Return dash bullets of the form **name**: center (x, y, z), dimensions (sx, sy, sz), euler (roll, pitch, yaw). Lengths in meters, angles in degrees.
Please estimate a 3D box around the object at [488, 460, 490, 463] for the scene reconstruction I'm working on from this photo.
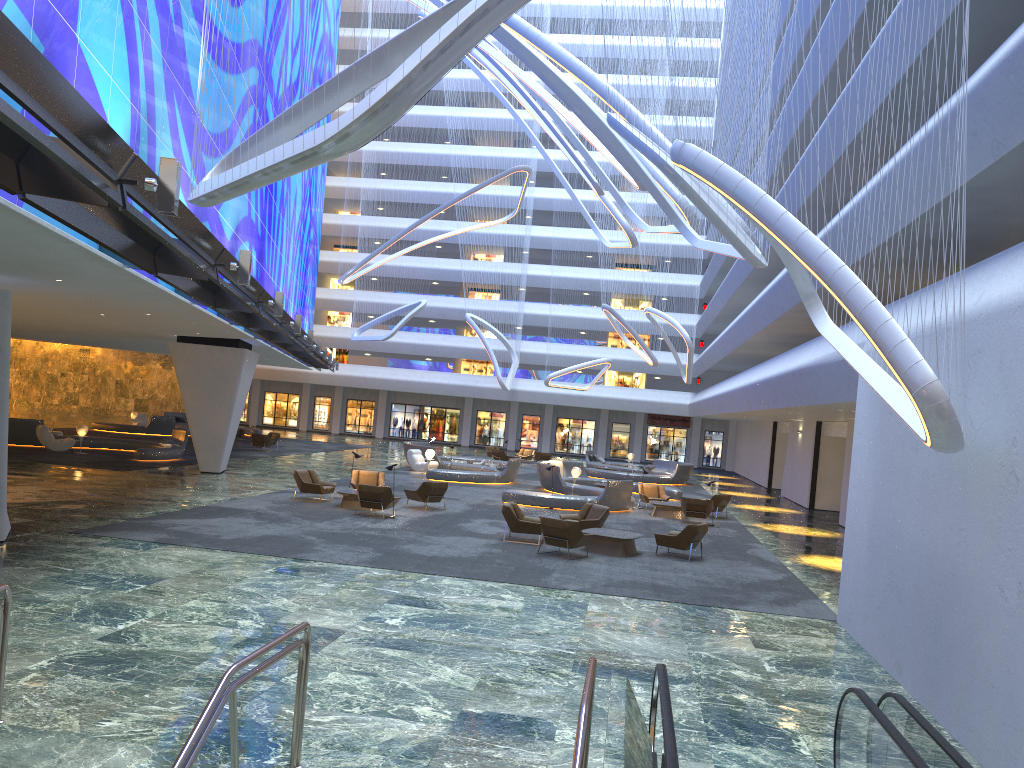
- **object**: center (-1.024, 3.432, 39.335), dimensions (0.071, 0.118, 0.151), euler (5, -1, 18)

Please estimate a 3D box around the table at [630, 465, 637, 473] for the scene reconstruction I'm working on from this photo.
- **table**: center (6.030, 4.362, 44.427), dimensions (0.418, 0.595, 0.428), euler (5, 0, 4)

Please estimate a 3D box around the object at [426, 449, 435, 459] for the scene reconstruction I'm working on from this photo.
- **object**: center (-3.215, 2.758, 34.870), dimensions (0.367, 0.387, 0.318), euler (5, -1, -10)

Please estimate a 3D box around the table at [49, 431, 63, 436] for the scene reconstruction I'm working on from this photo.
- **table**: center (-17.852, 2.063, 34.679), dimensions (0.671, 0.406, 0.673), euler (5, -1, -5)

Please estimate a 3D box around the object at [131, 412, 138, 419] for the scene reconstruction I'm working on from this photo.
- **object**: center (-19.901, 1.645, 46.668), dimensions (0.366, 0.387, 0.318), euler (5, -1, 15)

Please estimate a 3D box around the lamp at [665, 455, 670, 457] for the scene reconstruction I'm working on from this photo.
- **lamp**: center (7.855, 4.201, 44.902), dimensions (0.384, 1.300, 0.202), euler (5, 0, 8)

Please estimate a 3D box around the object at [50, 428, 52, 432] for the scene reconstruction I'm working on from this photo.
- **object**: center (-17.958, 1.786, 34.512), dimensions (0.151, 0.118, 0.071), euler (4, -1, 43)

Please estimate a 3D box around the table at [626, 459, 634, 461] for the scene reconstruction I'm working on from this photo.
- **table**: center (6.687, 4.613, 50.428), dimensions (0.418, 0.595, 0.427), euler (5, 0, -18)

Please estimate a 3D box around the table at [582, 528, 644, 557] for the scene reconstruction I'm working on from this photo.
- **table**: center (2.094, 3.336, 18.685), dimensions (1.202, 0.392, 1.205), euler (4, -2, 26)

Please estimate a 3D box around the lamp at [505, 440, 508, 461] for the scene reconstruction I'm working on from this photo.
- **lamp**: center (-0.303, 3.487, 45.136), dimensions (0.202, 1.300, 0.383), euler (5, 0, -30)

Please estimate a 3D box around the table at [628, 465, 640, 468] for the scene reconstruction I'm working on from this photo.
- **table**: center (6.543, 4.623, 47.779), dimensions (0.671, 0.406, 0.674), euler (5, -1, 4)

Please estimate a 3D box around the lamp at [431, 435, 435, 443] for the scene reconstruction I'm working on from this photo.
- **lamp**: center (-3.814, 3.080, 42.007), dimensions (0.202, 1.300, 0.383), euler (5, 0, -38)

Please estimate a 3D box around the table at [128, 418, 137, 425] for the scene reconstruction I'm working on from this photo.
- **table**: center (-19.989, 2.129, 46.646), dimensions (0.418, 0.595, 0.428), euler (5, 0, 7)

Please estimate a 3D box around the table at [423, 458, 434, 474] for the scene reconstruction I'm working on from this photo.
- **table**: center (-3.289, 3.243, 34.831), dimensions (0.418, 0.595, 0.427), euler (5, 0, -18)

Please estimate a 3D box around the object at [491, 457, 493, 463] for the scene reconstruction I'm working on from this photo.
- **object**: center (-0.879, 3.328, 39.407), dimensions (0.066, 0.356, 0.076), euler (5, 0, -25)

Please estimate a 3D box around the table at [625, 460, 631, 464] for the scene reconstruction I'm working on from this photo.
- **table**: center (6.484, 4.548, 49.176), dimensions (0.418, 0.595, 0.427), euler (5, -1, -38)

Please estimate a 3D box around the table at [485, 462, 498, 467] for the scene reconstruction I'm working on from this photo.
- **table**: center (-0.842, 3.709, 39.289), dimensions (0.674, 0.406, 0.670), euler (6, -1, -30)

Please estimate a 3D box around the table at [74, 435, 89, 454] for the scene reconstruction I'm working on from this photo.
- **table**: center (-14.857, 2.088, 30.561), dimensions (0.427, 0.595, 0.418), euler (5, 0, 7)

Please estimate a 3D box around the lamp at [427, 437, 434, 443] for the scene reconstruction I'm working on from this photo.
- **lamp**: center (-3.705, 3.015, 39.595), dimensions (0.384, 1.300, 0.202), euler (5, 0, 1)

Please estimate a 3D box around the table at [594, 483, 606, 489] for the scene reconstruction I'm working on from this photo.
- **table**: center (3.599, 3.892, 32.442), dimensions (1.202, 0.392, 1.204), euler (5, -2, 8)

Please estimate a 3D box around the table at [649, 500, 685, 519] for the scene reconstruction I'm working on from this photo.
- **table**: center (4.745, 3.824, 26.904), dimensions (1.202, 0.392, 1.204), euler (5, -2, 8)

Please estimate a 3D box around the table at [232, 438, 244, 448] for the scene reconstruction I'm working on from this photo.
- **table**: center (-12.960, 2.679, 40.598), dimensions (1.204, 0.392, 1.202), euler (6, -2, -27)

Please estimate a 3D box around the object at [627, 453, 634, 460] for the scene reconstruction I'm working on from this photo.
- **object**: center (6.762, 4.128, 50.467), dimensions (0.367, 0.387, 0.318), euler (5, -1, -10)

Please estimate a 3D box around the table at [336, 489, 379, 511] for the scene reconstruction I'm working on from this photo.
- **table**: center (-3.788, 2.931, 22.418), dimensions (1.202, 0.392, 1.204), euler (5, -2, 8)

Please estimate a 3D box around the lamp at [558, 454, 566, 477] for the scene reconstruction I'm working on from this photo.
- **lamp**: center (1.906, 3.350, 34.347), dimensions (0.383, 1.300, 0.202), euler (5, 0, 25)

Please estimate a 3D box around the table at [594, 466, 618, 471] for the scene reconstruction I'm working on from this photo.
- **table**: center (4.630, 4.327, 43.625), dimensions (1.202, 0.392, 1.204), euler (5, -2, 8)

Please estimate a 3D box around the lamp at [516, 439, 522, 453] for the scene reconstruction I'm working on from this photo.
- **lamp**: center (0.353, 3.650, 48.578), dimensions (0.384, 1.300, 0.201), euler (5, 0, -30)

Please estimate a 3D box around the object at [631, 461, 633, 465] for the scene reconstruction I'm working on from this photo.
- **object**: center (6.490, 4.288, 47.856), dimensions (0.131, 0.252, 0.103), euler (5, 0, -9)

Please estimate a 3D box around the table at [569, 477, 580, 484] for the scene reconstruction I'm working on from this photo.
- **table**: center (2.205, 3.629, 31.586), dimensions (0.418, 0.595, 0.428), euler (5, 0, 7)

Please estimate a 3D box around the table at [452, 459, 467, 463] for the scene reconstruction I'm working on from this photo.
- **table**: center (-2.350, 3.573, 39.219), dimensions (0.672, 0.406, 0.672), euler (4, -1, 27)

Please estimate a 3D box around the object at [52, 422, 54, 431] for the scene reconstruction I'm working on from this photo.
- **object**: center (-17.956, 1.672, 34.665), dimensions (0.076, 0.356, 0.066), euler (5, 0, 0)

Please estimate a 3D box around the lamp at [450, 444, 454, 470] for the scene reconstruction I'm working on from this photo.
- **lamp**: center (-2.356, 2.972, 34.310), dimensions (0.202, 1.300, 0.384), euler (5, 0, -16)

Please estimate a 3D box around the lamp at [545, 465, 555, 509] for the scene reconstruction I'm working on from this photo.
- **lamp**: center (1.108, 3.027, 26.135), dimensions (0.383, 1.300, 0.202), euler (5, 0, 25)

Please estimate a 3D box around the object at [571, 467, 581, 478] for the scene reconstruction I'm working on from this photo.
- **object**: center (2.294, 3.145, 31.608), dimensions (0.366, 0.387, 0.318), euler (5, -1, 15)

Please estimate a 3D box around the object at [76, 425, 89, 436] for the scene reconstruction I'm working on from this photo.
- **object**: center (-14.838, 1.598, 30.605), dimensions (0.318, 0.387, 0.367), euler (5, -1, 15)

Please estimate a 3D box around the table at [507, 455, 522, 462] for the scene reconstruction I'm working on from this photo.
- **table**: center (-0.213, 3.999, 46.857), dimensions (1.201, 0.392, 1.205), euler (4, -2, 44)

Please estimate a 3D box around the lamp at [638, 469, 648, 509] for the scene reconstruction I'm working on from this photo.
- **lamp**: center (4.227, 3.379, 28.615), dimensions (0.201, 1.300, 0.384), euler (5, 0, 25)

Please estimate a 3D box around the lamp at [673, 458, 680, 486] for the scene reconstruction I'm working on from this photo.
- **lamp**: center (7.580, 4.052, 40.853), dimensions (0.202, 1.300, 0.383), euler (5, 0, -33)
